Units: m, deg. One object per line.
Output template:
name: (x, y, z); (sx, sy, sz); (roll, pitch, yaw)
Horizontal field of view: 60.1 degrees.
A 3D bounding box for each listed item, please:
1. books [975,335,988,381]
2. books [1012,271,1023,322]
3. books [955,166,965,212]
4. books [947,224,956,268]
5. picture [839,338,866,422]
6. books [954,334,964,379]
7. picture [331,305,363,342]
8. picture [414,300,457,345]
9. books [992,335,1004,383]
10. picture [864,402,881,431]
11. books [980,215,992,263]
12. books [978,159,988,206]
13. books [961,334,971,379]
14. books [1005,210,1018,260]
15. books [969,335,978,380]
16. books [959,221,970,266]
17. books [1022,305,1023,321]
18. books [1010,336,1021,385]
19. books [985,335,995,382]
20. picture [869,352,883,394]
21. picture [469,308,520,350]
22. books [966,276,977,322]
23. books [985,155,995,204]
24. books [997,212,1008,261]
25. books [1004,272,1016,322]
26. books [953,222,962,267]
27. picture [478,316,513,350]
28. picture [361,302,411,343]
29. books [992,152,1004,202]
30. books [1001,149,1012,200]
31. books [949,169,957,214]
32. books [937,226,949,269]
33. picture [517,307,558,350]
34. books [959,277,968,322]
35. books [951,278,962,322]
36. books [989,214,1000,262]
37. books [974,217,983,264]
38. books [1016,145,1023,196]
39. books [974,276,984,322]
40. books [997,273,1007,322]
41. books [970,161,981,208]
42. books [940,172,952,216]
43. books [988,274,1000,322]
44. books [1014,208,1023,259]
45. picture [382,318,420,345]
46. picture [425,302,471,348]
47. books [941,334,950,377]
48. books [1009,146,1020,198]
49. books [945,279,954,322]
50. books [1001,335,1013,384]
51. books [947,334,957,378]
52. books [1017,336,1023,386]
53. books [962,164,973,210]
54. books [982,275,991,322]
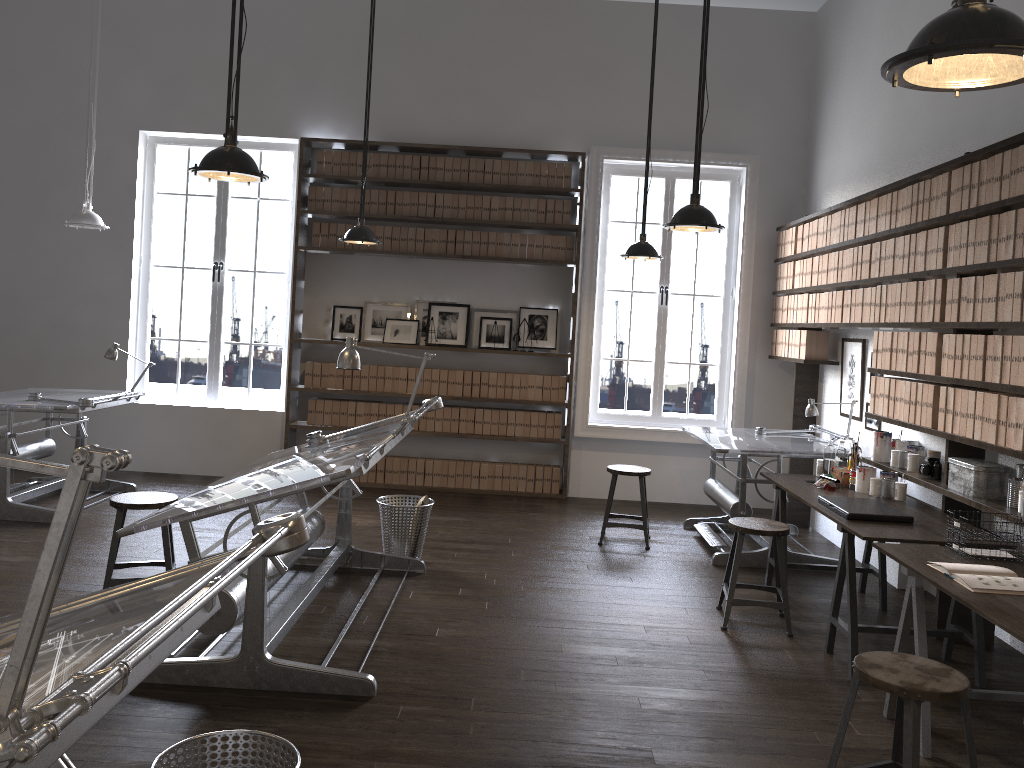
books: (2.255, -0.111, 4.102); (0.174, 0.225, 0.067); (3, 1, 1)
books: (2.267, -0.369, 3.816); (0.174, 0.225, 0.067); (3, 1, 1)
books: (2.305, -0.958, 4.395); (0.174, 0.225, 0.067); (3, 1, 1)
books: (2.298, -0.686, 4.460); (0.174, 0.225, 0.067); (3, 1, 1)
picture: (2.436, -0.040, 6.339); (0.040, 0.574, 0.415); (3, 2, 1)
books: (2.257, -0.124, 4.305); (0.174, 0.225, 0.067); (3, 1, 1)
picture: (-1.478, -0.541, 7.938); (0.267, 0.315, 0.058); (3, 1, 1)
picture: (-0.693, -0.540, 7.912); (0.369, 0.405, 0.091); (3, 1, 1)
books: (2.254, -0.101, 3.956); (0.174, 0.225, 0.067); (3, 1, 1)
picture: (2.426, 0.224, 5.935); (0.023, 0.183, 0.251); (3, 3, 1)
books: (2.286, -0.663, 4.118); (0.174, 0.225, 0.067); (3, 1, 1)
books: (2.309, -0.944, 4.181); (0.174, 0.225, 0.067); (3, 1, 1)
books: (2.260, -0.120, 4.242); (0.174, 0.225, 0.067); (3, 1, 1)
books: (2.284, -0.649, 3.909); (0.174, 0.225, 0.067); (3, 1, 1)
books: (2.262, -0.115, 4.176); (0.174, 0.225, 0.067); (3, 1, 1)
books: (2.290, -0.677, 4.320); (0.174, 0.225, 0.067); (3, 1, 1)
books: (2.270, -0.364, 3.745); (0.174, 0.225, 0.067); (3, 1, 1)
books: (2.256, -0.091, 3.814); (0.174, 0.225, 0.067); (3, 1, 1)
books: (2.259, -0.105, 4.027); (0.174, 0.225, 0.067); (3, 1, 1)
picture: (2.444, -0.068, 5.921); (0.022, 0.284, 0.201); (3, 2, 0)
picture: (-0.156, -0.484, 7.902); (0.434, 0.361, 0.095); (3, 1, 1)
books: (2.273, -0.396, 4.227); (0.174, 0.225, 0.067); (3, 1, 1)
books: (2.306, -0.939, 4.111); (0.174, 0.225, 0.067); (3, 1, 1)
books: (2.290, -0.654, 3.979); (0.174, 0.225, 0.067); (3, 1, 1)
books: (2.270, -0.373, 3.888); (0.174, 0.225, 0.067); (3, 1, 1)
books: (2.295, -0.681, 4.390); (0.174, 0.225, 0.067); (3, 1, 1)
picture: (-0.146, -0.447, 7.861); (0.289, 0.290, 0.127); (3, 1, 1)
picture: (-1.123, -0.544, 7.914); (0.415, 0.365, 0.083); (3, 1, 1)
books: (2.301, -0.935, 4.041); (0.174, 0.225, 0.067); (3, 1, 1)
books: (2.302, -0.930, 3.968); (0.174, 0.225, 0.067); (3, 1, 1)
books: (2.311, -0.963, 4.458); (0.174, 0.225, 0.067); (3, 1, 1)
books: (2.293, -0.693, 4.559); (0.174, 0.225, 0.067); (3, 1, 1)
picture: (0.230, -0.495, 7.867); (0.343, 0.364, 0.161); (3, 1, 1)
books: (2.279, -0.400, 4.298); (0.174, 0.225, 0.067); (3, 1, 1)
books: (2.275, -0.406, 4.373); (0.174, 0.225, 0.067); (3, 1, 1)
books: (2.291, -0.658, 4.050); (0.174, 0.225, 0.067); (3, 1, 1)
books: (2.291, -0.667, 4.185); (0.174, 0.225, 0.067); (3, 1, 1)
books: (2.297, -0.921, 3.839); (0.174, 0.225, 0.067); (3, 1, 1)
books: (2.277, -0.391, 4.156); (0.174, 0.225, 0.067); (3, 1, 1)
books: (2.272, -0.377, 3.951); (0.174, 0.225, 0.067); (3, 1, 1)
books: (2.306, -0.949, 4.251); (0.174, 0.225, 0.067); (3, 1, 1)
books: (2.308, -0.969, 4.548); (0.174, 0.225, 0.067); (3, 1, 1)
books: (2.269, -0.382, 4.018); (0.174, 0.225, 0.067); (3, 1, 1)
books: (2.288, -0.644, 3.838); (0.174, 0.225, 0.067); (3, 1, 1)
picture: (-0.981, -0.460, 7.838); (0.300, 0.229, 0.145); (3, 2, 1)
picture: (-0.569, -0.522, 7.858); (0.373, 0.391, 0.149); (3, 1, 1)
books: (2.262, -0.134, 4.450); (0.174, 0.225, 0.067); (3, 1, 1)
books: (2.303, -0.926, 3.905); (0.174, 0.225, 0.067); (3, 1, 1)
books: (2.281, -0.410, 4.447); (0.174, 0.225, 0.067); (3, 1, 1)
books: (2.257, -0.096, 3.885); (0.174, 0.225, 0.067); (3, 1, 1)
books: (2.258, -0.129, 4.377); (0.174, 0.225, 0.067); (3, 1, 1)
books: (2.249, -0.087, 3.747); (0.174, 0.225, 0.067); (3, 1, 1)
books: (2.304, -0.954, 4.323); (0.174, 0.225, 0.067); (3, 1, 1)
books: (2.275, -0.386, 4.085); (0.174, 0.225, 0.067); (3, 1, 1)
